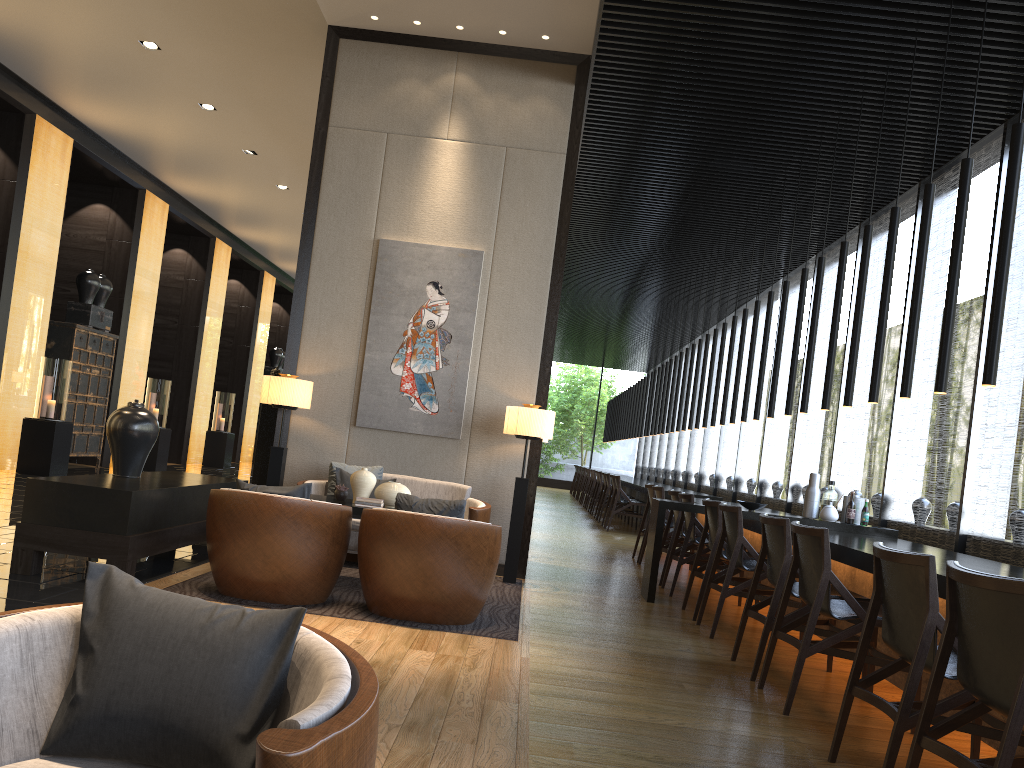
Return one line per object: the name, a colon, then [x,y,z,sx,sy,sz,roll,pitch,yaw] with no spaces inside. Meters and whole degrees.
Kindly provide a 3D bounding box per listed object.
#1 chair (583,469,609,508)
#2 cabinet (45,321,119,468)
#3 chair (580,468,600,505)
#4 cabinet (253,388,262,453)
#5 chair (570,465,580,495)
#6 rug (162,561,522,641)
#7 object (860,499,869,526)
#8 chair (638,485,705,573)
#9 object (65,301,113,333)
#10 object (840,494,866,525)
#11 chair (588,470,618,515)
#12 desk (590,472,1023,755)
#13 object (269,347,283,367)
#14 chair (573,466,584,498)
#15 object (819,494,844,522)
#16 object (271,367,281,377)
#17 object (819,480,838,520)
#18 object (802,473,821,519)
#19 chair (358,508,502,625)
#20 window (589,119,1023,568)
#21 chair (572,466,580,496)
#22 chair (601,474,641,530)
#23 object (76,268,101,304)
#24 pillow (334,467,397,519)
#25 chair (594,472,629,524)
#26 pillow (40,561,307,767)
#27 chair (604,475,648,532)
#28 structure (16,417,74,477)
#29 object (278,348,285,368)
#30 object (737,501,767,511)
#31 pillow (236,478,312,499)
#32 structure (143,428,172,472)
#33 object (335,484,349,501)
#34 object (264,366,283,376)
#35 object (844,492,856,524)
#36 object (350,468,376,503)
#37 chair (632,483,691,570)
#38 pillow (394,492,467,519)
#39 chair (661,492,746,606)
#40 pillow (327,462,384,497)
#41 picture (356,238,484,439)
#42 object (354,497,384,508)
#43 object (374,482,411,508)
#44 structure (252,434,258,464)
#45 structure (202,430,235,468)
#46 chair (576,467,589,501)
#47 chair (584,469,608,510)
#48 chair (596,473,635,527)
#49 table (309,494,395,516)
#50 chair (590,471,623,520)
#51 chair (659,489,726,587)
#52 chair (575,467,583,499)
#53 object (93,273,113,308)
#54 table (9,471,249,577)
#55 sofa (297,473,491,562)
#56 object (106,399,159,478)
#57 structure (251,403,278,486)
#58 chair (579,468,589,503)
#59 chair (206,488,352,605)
chair: [1.828,2.216,18.568,0.563,0.826,0.526,7,-2,2]
cabinet: [-6.054,0.179,12.139,0.547,1.920,1.189,7,-2,2]
chair: [1.851,2.300,19.639,0.563,0.826,0.526,7,-2,2]
cabinet: [-5.861,0.871,20.955,0.547,1.920,1.189,7,-2,2]
chair: [1.959,2.687,24.577,0.563,0.826,0.526,7,-2,2]
rug: [-0.914,1.314,5.787,1.957,0.008,2.247,7,-4,2]
object: [2.628,0.957,6.586,0.056,0.197,0.056,7,-1,3]
chair: [1.614,1.451,8.815,0.563,0.826,0.526,7,-2,2]
object: [-5.801,-0.914,12.182,0.365,0.314,0.607,7,-4,2]
object: [2.599,0.953,6.738,0.169,0.219,0.169,7,-2,-3]
chair: [1.792,2.087,16.923,0.563,0.826,0.526,7,-2,2]
desk: [2.041,1.749,11.640,1.779,0.758,28.802,7,-4,2]
object: [-5.570,-0.638,20.846,0.312,0.492,0.311,8,-2,-25]
chair: [1.923,2.558,22.931,0.563,0.826,0.526,7,-2,2]
object: [2.382,0.918,6.627,0.136,0.217,0.136,8,-2,-11]
object: [-1.999,-0.024,7.650,0.176,0.245,0.116,7,-2,1]
object: [2.439,0.894,6.795,0.129,0.305,0.129,8,-1,-12]
object: [2.294,0.853,6.755,0.113,0.344,0.113,7,-1,-3]
chair: [-0.479,1.001,4.896,0.803,0.603,0.607,7,-3,2]
window: [-1.976,-0.457,12.286,12.050,4.221,31.961,7,-4,2]
chair: [1.936,2.603,23.506,0.563,0.826,0.526,7,-2,2]
chair: [1.719,1.828,13.631,0.563,0.826,0.526,7,-2,2]
object: [-5.763,-1.329,12.031,0.312,0.492,0.311,8,-2,-32]
pillow: [-1.104,0.823,6.576,0.472,0.360,0.219,7,-2,-2]
chair: [1.755,1.957,15.277,0.563,0.826,0.526,7,-2,2]
pillow: [-0.606,0.524,1.634,0.441,0.338,0.205,7,-2,8]
chair: [1.707,1.783,13.056,0.563,0.826,0.526,7,-2,2]
structure: [-5.588,0.754,10.601,0.402,0.657,0.403,7,-2,2]
object: [-5.563,-0.612,21.179,0.312,0.492,0.311,8,-2,-17]
object: [1.826,0.937,6.746,0.227,0.067,0.228,7,-4,4]
pillow: [-1.308,0.675,4.800,0.441,0.338,0.205,7,-2,8]
structure: [-5.524,0.984,13.537,0.402,0.657,0.403,7,-2,2]
object: [-1.134,0.717,5.890,0.092,0.112,0.091,9,-3,-36]
object: [-5.608,-0.222,20.998,0.365,0.314,0.607,7,-4,2]
object: [2.538,0.928,6.628,0.067,0.237,0.067,7,-1,-5]
object: [-0.979,0.667,5.798,0.170,0.235,0.172,6,-3,37]
chair: [1.627,1.496,9.390,0.563,0.826,0.526,7,-2,2]
pillow: [-0.456,0.777,4.782,0.399,0.362,0.222,7,-2,2]
chair: [1.579,1.326,7.228,0.563,0.826,0.526,7,-2,2]
pillow: [-1.198,0.802,6.734,0.434,0.399,0.201,8,-2,-20]
picture: [-0.727,-0.358,7.016,0.834,1.500,0.037,7,-1,1]
object: [-0.910,0.758,5.655,0.174,0.051,0.138,7,-4,-3]
object: [-0.788,0.733,5.849,0.245,0.167,0.246,7,-3,4]
structure: [-5.395,1.445,19.408,0.402,0.657,0.403,7,-2,2]
structure: [-5.459,1.214,16.472,0.402,0.657,0.403,7,-2,2]
chair: [1.887,2.429,21.285,0.563,0.826,0.526,7,-2,2]
chair: [1.815,2.171,17.994,0.563,0.826,0.526,7,-2,2]
chair: [1.743,1.912,14.702,0.563,0.826,0.526,7,-2,2]
table: [-0.933,1.052,5.795,1.041,0.517,0.577,7,-3,1]
chair: [1.779,2.041,16.348,0.563,0.826,0.526,7,-2,2]
chair: [1.592,1.371,7.802,0.563,0.826,0.526,7,-2,2]
chair: [1.900,2.474,21.860,0.563,0.826,0.526,7,-2,2]
object: [-5.756,-1.303,12.363,0.312,0.492,0.311,8,-2,-17]
table: [-2.314,0.867,5.686,0.620,0.512,1.965,7,-4,2]
sofa: [-0.894,1.034,6.624,1.448,0.692,0.604,7,-2,2]
object: [-2.419,0.343,5.630,0.311,0.492,0.312,6,-2,20]
structure: [-2.071,0.698,7.634,0.240,1.216,0.240,7,-1,2]
chair: [1.864,2.345,20.214,0.563,0.826,0.526,7,-2,2]
chair: [-1.328,0.896,4.917,0.803,0.603,0.607,7,-3,2]
